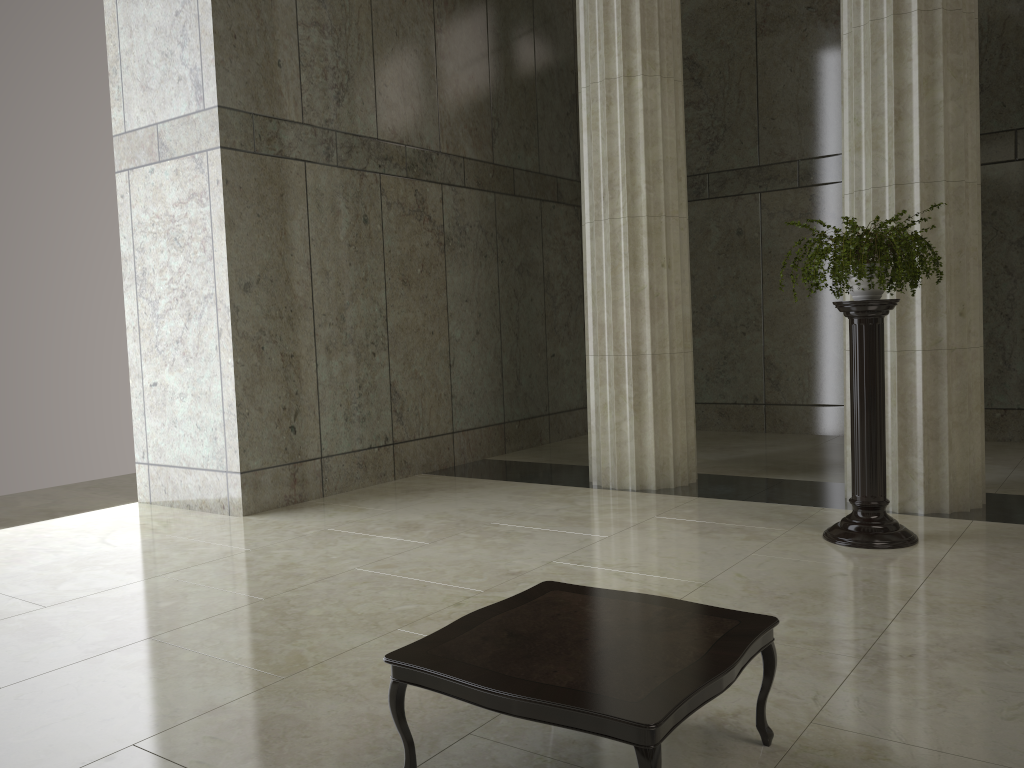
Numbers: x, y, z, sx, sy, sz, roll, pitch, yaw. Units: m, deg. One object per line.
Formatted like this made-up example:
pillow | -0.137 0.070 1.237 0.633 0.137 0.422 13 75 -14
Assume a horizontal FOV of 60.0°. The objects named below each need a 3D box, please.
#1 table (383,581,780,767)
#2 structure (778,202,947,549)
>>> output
table | 0.290 1.176 3.285 1.123 0.494 1.134 0 4 34
structure | 2.563 -0.068 6.399 1.053 2.386 1.159 -4 4 -24
